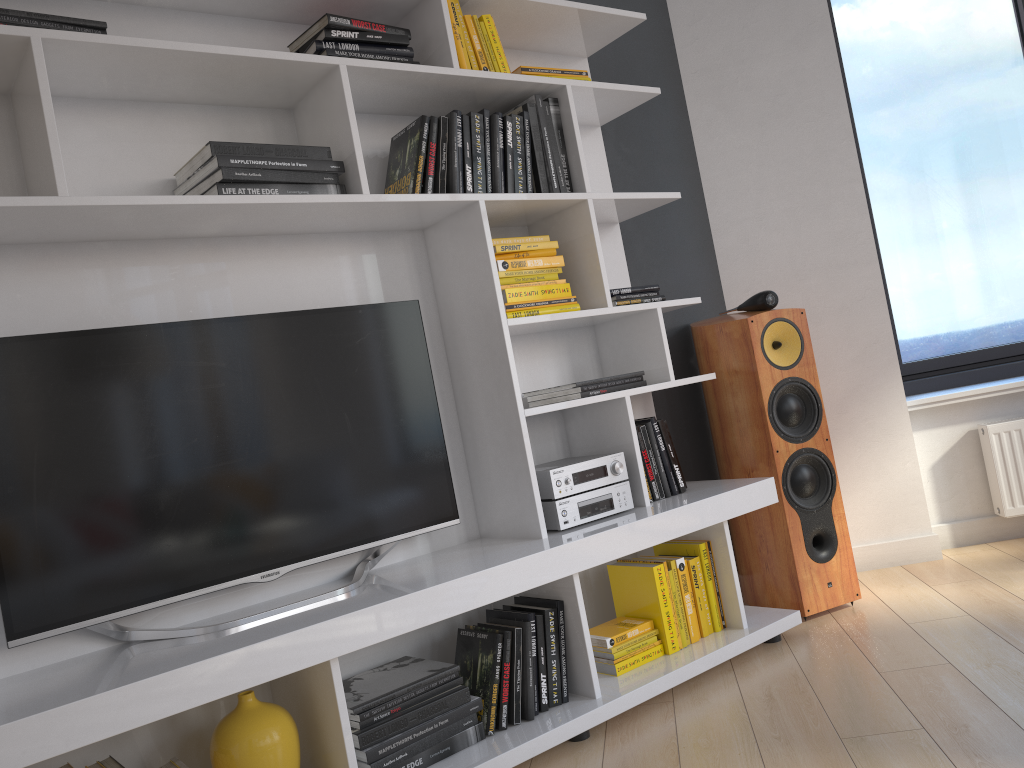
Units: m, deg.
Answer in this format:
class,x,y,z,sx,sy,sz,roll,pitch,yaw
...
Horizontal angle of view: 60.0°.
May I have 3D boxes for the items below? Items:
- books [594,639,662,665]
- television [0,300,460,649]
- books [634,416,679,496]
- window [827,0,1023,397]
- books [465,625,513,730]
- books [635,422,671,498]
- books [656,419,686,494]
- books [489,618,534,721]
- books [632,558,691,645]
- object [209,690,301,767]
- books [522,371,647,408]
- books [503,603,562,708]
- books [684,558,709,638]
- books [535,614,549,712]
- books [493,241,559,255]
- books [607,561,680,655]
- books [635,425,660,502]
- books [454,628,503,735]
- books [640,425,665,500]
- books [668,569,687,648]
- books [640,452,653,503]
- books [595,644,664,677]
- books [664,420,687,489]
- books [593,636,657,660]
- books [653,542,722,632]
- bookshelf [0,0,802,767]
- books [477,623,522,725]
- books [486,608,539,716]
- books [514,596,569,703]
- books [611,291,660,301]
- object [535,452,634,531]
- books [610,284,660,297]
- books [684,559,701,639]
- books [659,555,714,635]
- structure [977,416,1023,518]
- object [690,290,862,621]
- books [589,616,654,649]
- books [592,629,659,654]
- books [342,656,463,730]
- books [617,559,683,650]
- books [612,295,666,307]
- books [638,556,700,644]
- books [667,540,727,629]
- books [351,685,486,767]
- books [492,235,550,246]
class,x,y,z,sx,sy,sz,roll,pitch,yaw
books,0.313,0.766,2.563,0.196,0.011,0.148,-10,-2,-37
television,-0.638,0.188,2.130,1.102,0.704,0.207,-10,-2,-37
books,0.420,0.237,2.823,0.066,0.255,0.193,-10,-2,-37
window,2.283,-1.291,3.672,1.960,2.402,0.170,-11,-1,8
books,-0.068,0.754,2.295,0.096,0.234,0.187,-10,-2,-37
books,0.405,0.244,2.797,0.050,0.242,0.169,-10,-2,-37
books,0.449,0.237,2.835,0.066,0.242,0.177,-10,-2,-37
books,-0.001,0.738,2.313,0.069,0.242,0.172,-10,-2,-36
books,0.444,0.655,2.682,0.019,0.251,0.180,-10,-2,-37
object,-0.550,0.792,1.907,0.185,0.257,0.185,-11,-2,31
books,0.225,0.017,2.749,0.310,0.047,0.250,-9,-2,-41
books,0.052,0.724,2.385,0.084,0.249,0.191,-10,-2,-37
books,0.511,0.652,2.727,0.024,0.234,0.172,-10,-2,-37
books,0.026,0.733,2.359,0.068,0.243,0.179,-10,-2,-38
books,0.004,-0.394,2.675,0.223,0.023,0.163,-10,-2,-33
books,0.388,0.663,2.640,0.044,0.255,0.198,-10,-2,-37
books,0.360,0.255,2.780,0.053,0.240,0.189,-10,-2,-37
books,-0.092,0.757,2.271,0.104,0.234,0.182,-10,-2,-37
books,0.383,0.252,2.789,0.049,0.236,0.170,-10,-2,-36
books,0.441,0.669,2.654,0.024,0.229,0.156,-10,-2,-37
books,0.330,0.244,2.764,0.053,0.268,0.202,-10,-2,-37
books,0.319,0.788,2.559,0.190,0.033,0.147,-10,-2,-37
books,0.457,0.240,2.880,0.077,0.233,0.179,-10,-2,-37
books,0.318,0.750,2.545,0.169,0.018,0.113,-10,-2,-36
books,0.546,0.629,2.768,0.029,0.270,0.204,-10,-2,-37
bookshelf,-0.600,0.002,2.051,3.000,2.052,0.455,-10,-2,-37
books,-0.035,0.747,2.303,0.081,0.233,0.169,-10,-2,-38
books,0.000,0.731,2.348,0.075,0.254,0.192,-10,-2,-38
books,0.077,0.715,2.407,0.066,0.260,0.197,-10,-2,-37
books,0.353,-0.268,2.835,0.198,0.015,0.142,-10,-2,-38
object,0.160,0.319,2.618,0.285,0.174,0.270,-10,-2,-37
books,0.343,-0.285,2.849,0.213,0.023,0.161,-10,-2,-33
books,0.490,0.654,2.716,0.023,0.239,0.169,-10,-2,-37
books,0.530,0.649,2.746,0.024,0.234,0.172,-10,-2,-37
structure,2.557,0.247,3.305,1.474,0.460,0.110,-11,-1,8
object,0.877,0.240,3.104,0.290,1.088,0.434,-10,-1,-22
books,0.297,0.719,2.569,0.186,0.026,0.138,-10,-2,-37
books,0.311,0.736,2.561,0.187,0.014,0.134,-10,-2,-37
books,-0.315,0.750,2.173,0.310,0.047,0.250,-9,-2,-41
books,0.411,0.657,2.661,0.015,0.263,0.199,-10,-2,-37
books,0.359,-0.249,2.833,0.213,0.023,0.161,-10,-2,-33
books,0.467,0.652,2.696,0.035,0.250,0.185,-10,-2,-37
books,0.562,0.627,2.791,0.025,0.270,0.213,-10,-2,-37
books,-0.280,0.837,2.157,0.343,0.137,0.277,-9,-2,-42
books,-0.022,-0.413,2.688,0.223,0.023,0.163,-10,-2,-33
